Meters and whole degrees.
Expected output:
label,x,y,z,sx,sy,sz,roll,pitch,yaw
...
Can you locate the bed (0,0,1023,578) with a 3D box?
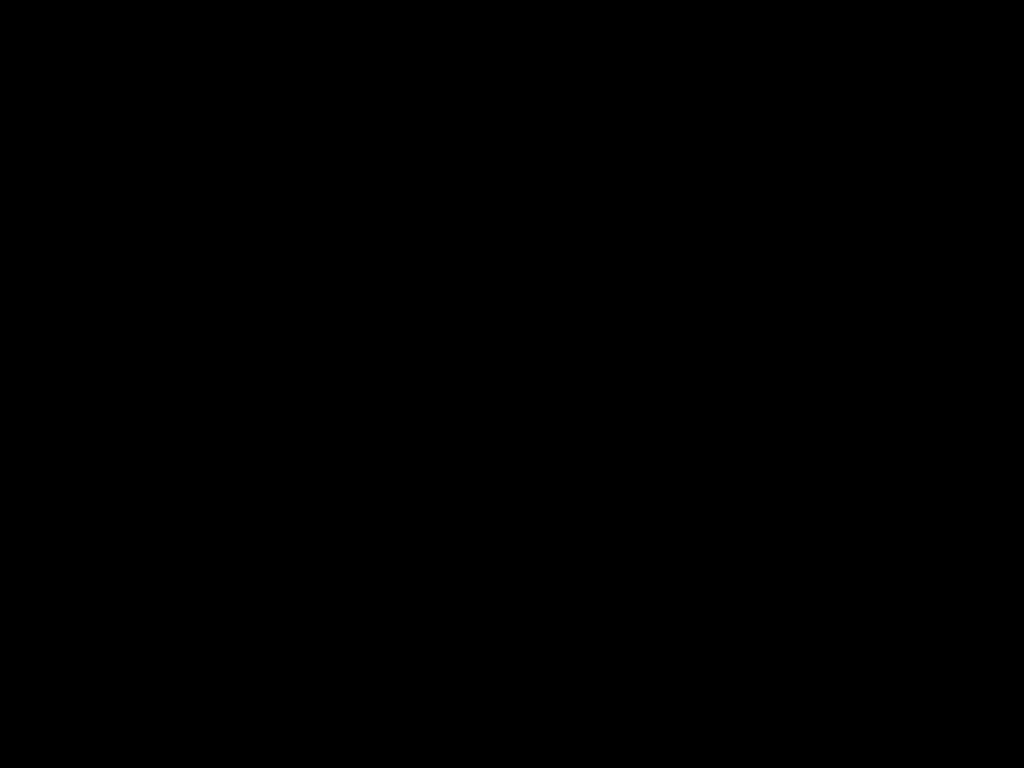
label,x,y,z,sx,sy,sz,roll,pitch,yaw
bed,-0.579,-0.239,0.417,2.087,0.994,3.009,-3,-4,31
